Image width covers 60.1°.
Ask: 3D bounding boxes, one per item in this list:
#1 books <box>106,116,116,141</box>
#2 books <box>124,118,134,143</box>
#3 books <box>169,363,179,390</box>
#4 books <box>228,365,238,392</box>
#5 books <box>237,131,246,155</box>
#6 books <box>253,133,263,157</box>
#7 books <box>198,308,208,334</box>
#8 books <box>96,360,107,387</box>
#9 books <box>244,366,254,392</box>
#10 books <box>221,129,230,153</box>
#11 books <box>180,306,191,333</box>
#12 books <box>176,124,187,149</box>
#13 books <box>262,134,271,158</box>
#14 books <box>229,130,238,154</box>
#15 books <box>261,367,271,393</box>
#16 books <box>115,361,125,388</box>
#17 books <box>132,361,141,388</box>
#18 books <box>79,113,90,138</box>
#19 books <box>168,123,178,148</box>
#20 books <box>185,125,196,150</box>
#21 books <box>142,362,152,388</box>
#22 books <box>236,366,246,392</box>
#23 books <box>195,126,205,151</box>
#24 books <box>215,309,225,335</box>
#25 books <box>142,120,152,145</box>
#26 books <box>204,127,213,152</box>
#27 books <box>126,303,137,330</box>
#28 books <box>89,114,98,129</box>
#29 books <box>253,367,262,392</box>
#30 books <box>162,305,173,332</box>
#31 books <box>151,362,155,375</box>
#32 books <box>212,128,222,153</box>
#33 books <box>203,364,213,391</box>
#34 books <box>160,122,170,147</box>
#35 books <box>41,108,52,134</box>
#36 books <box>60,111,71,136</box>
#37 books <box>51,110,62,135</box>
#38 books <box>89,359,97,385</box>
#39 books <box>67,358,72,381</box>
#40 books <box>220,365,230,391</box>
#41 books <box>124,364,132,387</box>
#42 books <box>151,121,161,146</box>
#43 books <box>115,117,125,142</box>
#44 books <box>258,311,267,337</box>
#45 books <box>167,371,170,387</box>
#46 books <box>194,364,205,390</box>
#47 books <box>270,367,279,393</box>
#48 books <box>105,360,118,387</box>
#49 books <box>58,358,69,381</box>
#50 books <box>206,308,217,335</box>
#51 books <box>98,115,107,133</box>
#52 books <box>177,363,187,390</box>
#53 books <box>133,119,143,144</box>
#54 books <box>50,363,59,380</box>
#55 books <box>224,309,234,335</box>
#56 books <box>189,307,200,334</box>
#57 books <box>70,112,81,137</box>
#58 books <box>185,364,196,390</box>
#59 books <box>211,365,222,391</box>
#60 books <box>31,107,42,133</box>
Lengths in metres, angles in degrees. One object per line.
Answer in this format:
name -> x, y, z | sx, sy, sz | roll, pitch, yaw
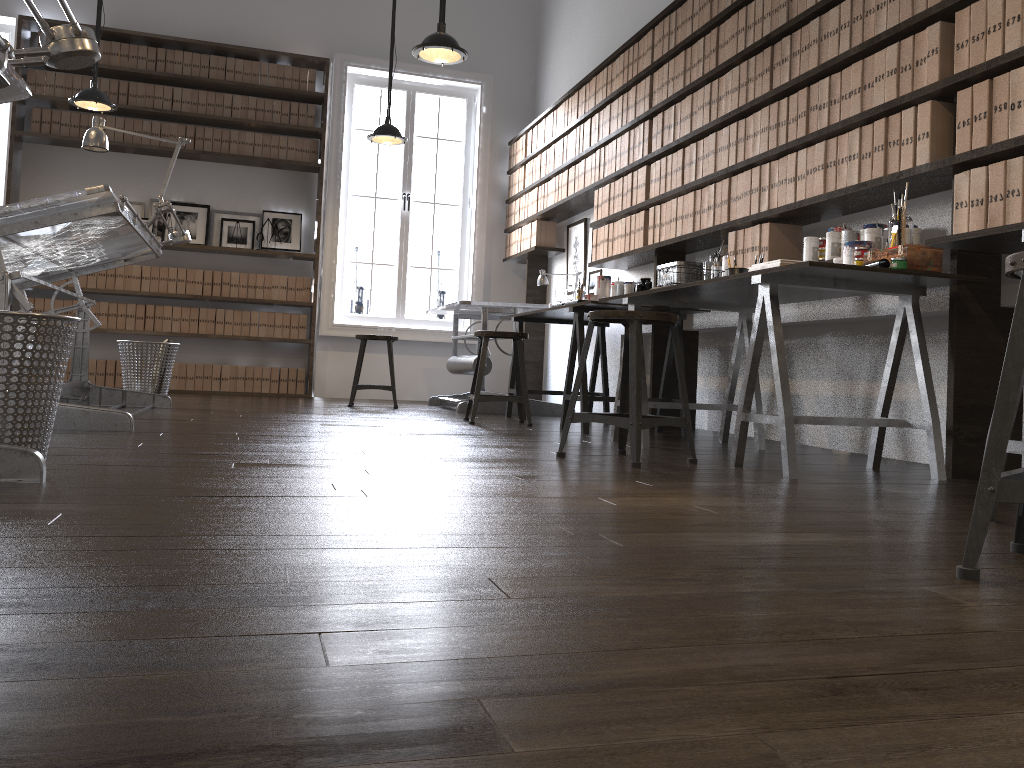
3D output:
books -> -3.376, -2.124, 7.466 | 0.066, 0.226, 0.174 | 3, -1, -16
books -> -3.239, -2.118, 7.508 | 0.066, 0.226, 0.174 | 3, -1, -16
books -> -2.877, -0.066, 7.557 | 0.066, 0.226, 0.174 | 3, -1, -16
books -> -2.423, -0.047, 7.692 | 0.066, 0.226, 0.174 | 3, -1, -16
books -> -2.368, -2.082, 7.763 | 0.066, 0.226, 0.174 | 3, -1, -16
books -> -2.237, -2.076, 7.798 | 0.067, 0.226, 0.174 | 3, -1, -16
books -> -2.657, -0.540, 7.635 | 0.066, 0.226, 0.174 | 3, -1, -16
books -> -3.424, -0.089, 7.400 | 0.066, 0.226, 0.174 | 3, -1, -16
books -> -2.294, -0.042, 7.730 | 0.066, 0.226, 0.174 | 3, -1, -16
books -> -2.497, -2.087, 7.727 | 0.066, 0.226, 0.174 | 3, -1, -16
books -> -2.797, -0.546, 7.598 | 0.066, 0.226, 0.174 | 3, -1, -16
books -> -2.844, -2.102, 7.626 | 0.066, 0.226, 0.174 | 3, -1, -16
books -> -2.171, -2.073, 7.821 | 0.066, 0.226, 0.174 | 3, -1, -16
books -> -2.431, -2.084, 7.740 | 0.067, 0.226, 0.174 | 3, -1, -16
books -> -2.157, -0.036, 7.766 | 0.066, 0.226, 0.174 | 3, -1, -16
books -> -3.281, -0.083, 7.442 | 0.066, 0.226, 0.174 | 3, -1, -16
books -> -3.156, -0.078, 7.471 | 0.067, 0.226, 0.174 | 3, -1, -16
books -> -3.565, -2.132, 7.414 | 0.066, 0.226, 0.174 | 3, -1, -16
books -> -2.906, -2.104, 7.605 | 0.066, 0.226, 0.174 | 3, -1, -16
books -> -2.771, -2.099, 7.641 | 0.067, 0.226, 0.174 | 3, -1, -16
books -> -3.086, -0.075, 7.492 | 0.066, 0.226, 0.174 | 3, -1, -16
books -> -2.357, -0.044, 7.706 | 0.067, 0.226, 0.174 | 3, -1, -16
books -> -2.701, -2.096, 7.668 | 0.066, 0.226, 0.174 | 3, -1, -16
books -> -2.526, -0.535, 7.669 | 0.066, 0.226, 0.174 | 3, -1, -16
books -> -3.105, -2.112, 7.546 | 0.066, 0.226, 0.174 | 3, -1, -16
books -> -2.632, -2.093, 7.683 | 0.066, 0.226, 0.174 | 3, -1, -16
books -> -3.206, -0.563, 7.472 | 0.066, 0.226, 0.174 | 3, -1, -16
books -> -3.499, -2.129, 7.427 | 0.067, 0.226, 0.174 | 3, -1, -16
books -> -2.226, -0.039, 7.750 | 0.066, 0.226, 0.174 | 3, -1, -16
books -> -2.931, -0.551, 7.551 | 0.066, 0.226, 0.174 | 3, -1, -16
books -> -3.018, -0.072, 7.515 | 0.066, 0.226, 0.174 | 3, -1, -16
books -> -2.565, -2.090, 7.707 | 0.066, 0.226, 0.174 | 3, -1, -16
books -> -2.620, -0.055, 7.634 | 0.066, 0.226, 0.174 | 3, -1, -16
books -> -2.966, -2.107, 7.583 | 0.067, 0.226, 0.174 | 3, -1, -16
books -> -3.840, -2.143, 7.328 | 0.067, 0.226, 0.174 | 3, -1, -16
books -> -3.700, -2.137, 7.370 | 0.066, 0.226, 0.174 | 3, -1, -16
books -> -3.769, -2.140, 7.355 | 0.066, 0.226, 0.174 | 3, -1, -16
books -> -3.491, -0.092, 7.376 | 0.066, 0.226, 0.174 | 3, -1, -16
books -> -3.628, -0.098, 7.340 | 0.066, 0.226, 0.174 | 3, -1, -16
books -> -2.482, -0.050, 7.672 | 0.066, 0.226, 0.174 | 3, -1, -16
books -> -3.218, -0.081, 7.458 | 0.066, 0.226, 0.174 | 3, -1, -16
books -> -3.035, -2.109, 7.563 | 0.066, 0.226, 0.174 | 3, -1, -16
books -> -3.306, -2.121, 7.485 | 0.067, 0.226, 0.174 | 3, -1, -16
books -> -2.187, -0.520, 7.772 | 0.066, 0.226, 0.174 | 3, -1, -16
books -> -2.946, -0.069, 7.535 | 0.067, 0.226, 0.174 | 3, -1, -16
books -> -2.687, -0.058, 7.616 | 0.066, 0.226, 0.174 | 3, -1, -16
books -> -2.091, -0.033, 7.791 | 0.066, 0.226, 0.174 | 3, -1, -16
books -> -3.350, -0.086, 7.416 | 0.067, 0.226, 0.174 | 3, -1, -16
books -> -3.691, -0.100, 7.315 | 0.067, 0.226, 0.174 | 3, -1, -16
books -> -2.596, -0.537, 7.649 | 0.067, 0.226, 0.174 | 3, -1, -16
books -> -3.436, -2.126, 7.450 | 0.066, 0.226, 0.174 | 3, -1, -16
books -> -2.817, -0.064, 7.576 | 0.066, 0.226, 0.174 | 3, -1, -16
books -> -3.173, -2.115, 7.530 | 0.066, 0.226, 0.174 | 3, -1, -16
books -> -3.756, -0.103, 7.301 | 0.066, 0.226, 0.174 | 3, -1, -16
books -> -2.458, -0.532, 7.693 | 0.066, 0.226, 0.174 | 3, -1, -16
books -> -2.729, -0.543, 7.615 | 0.066, 0.226, 0.174 | 3, -1, -16
books -> -3.633, -2.135, 7.394 | 0.066, 0.226, 0.174 | 3, -1, -16
books -> -2.752, -0.061, 7.590 | 0.067, 0.226, 0.174 | 3, -1, -16
books -> -2.551, -0.053, 7.650 | 0.067, 0.226, 0.174 | 3, -1, -16
books -> -3.912, -2.146, 7.313 | 0.066, 0.226, 0.174 | 3, -1, -16
